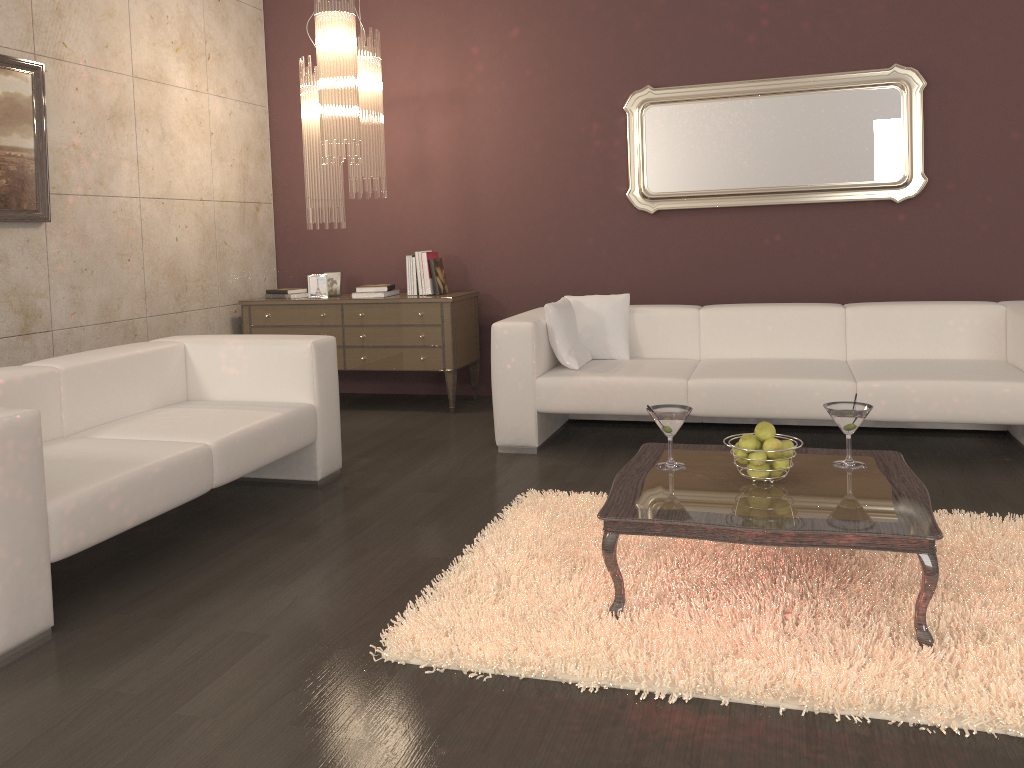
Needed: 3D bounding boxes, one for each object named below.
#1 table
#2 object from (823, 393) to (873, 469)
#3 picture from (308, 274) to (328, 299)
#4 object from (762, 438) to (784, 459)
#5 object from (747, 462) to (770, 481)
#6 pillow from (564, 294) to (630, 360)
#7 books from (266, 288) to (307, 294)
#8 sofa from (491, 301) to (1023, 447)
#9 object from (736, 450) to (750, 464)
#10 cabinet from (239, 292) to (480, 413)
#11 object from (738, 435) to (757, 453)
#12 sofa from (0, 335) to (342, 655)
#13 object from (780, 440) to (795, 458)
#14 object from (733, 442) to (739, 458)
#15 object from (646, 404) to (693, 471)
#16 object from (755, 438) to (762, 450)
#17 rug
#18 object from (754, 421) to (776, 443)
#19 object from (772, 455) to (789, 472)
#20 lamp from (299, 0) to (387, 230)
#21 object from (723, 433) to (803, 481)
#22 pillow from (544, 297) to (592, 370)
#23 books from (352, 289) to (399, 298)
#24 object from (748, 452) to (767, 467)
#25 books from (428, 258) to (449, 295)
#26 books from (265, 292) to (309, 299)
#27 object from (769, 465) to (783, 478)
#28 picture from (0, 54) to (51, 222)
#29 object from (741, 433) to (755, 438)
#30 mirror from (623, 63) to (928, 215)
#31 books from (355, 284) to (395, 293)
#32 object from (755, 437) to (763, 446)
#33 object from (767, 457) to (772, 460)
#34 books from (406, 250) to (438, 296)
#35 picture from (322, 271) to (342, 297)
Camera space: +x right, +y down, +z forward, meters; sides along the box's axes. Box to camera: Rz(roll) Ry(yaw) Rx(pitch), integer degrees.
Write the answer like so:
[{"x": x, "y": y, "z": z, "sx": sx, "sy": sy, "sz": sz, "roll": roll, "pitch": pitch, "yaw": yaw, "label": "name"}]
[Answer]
[{"x": 0.777, "y": 0.445, "z": 2.704, "sx": 0.913, "sy": 0.300, "sz": 0.916, "roll": 0, "pitch": 9, "yaw": 16, "label": "table"}, {"x": 1.079, "y": 0.153, "z": 2.825, "sx": 0.151, "sy": 0.215, "sz": 0.152, "roll": -3, "pitch": 5, "yaw": -7, "label": "object"}, {"x": -1.293, "y": -0.650, "z": 5.868, "sx": 0.128, "sy": 0.155, "sz": 0.051, "roll": -3, "pitch": 4, "yaw": -13, "label": "picture"}, {"x": 0.779, "y": 0.192, "z": 2.625, "sx": 0.062, "sy": 0.061, "sz": 0.057, "roll": -4, "pitch": 6, "yaw": -13, "label": "object"}, {"x": 0.742, "y": 0.257, "z": 2.652, "sx": 0.068, "sy": 0.063, "sz": 0.069, "roll": -6, "pitch": 7, "yaw": -27, "label": "object"}, {"x": 0.473, "y": -0.319, "z": 4.935, "sx": 0.376, "sy": 0.359, "sz": 0.171, "roll": 0, "pitch": 4, "yaw": 16, "label": "pillow"}, {"x": -1.549, "y": -0.639, "z": 6.050, "sx": 0.233, "sy": 0.027, "sz": 0.171, "roll": 5, "pitch": 12, "yaw": 37, "label": "books"}, {"x": 1.335, "y": -0.061, "z": 4.536, "sx": 2.781, "sy": 0.646, "sz": 0.954, "roll": 1, "pitch": 8, "yaw": 17, "label": "sofa"}, {"x": 0.699, "y": 0.219, "z": 2.656, "sx": 0.045, "sy": 0.045, "sz": 0.044, "roll": -1, "pitch": 6, "yaw": 9, "label": "object"}, {"x": -1.012, "y": -0.225, "z": 5.916, "sx": 1.527, "sy": 0.725, "sz": 0.537, "roll": 0, "pitch": 6, "yaw": 17, "label": "cabinet"}, {"x": 0.705, "y": 0.180, "z": 2.633, "sx": 0.053, "sy": 0.051, "sz": 0.054, "roll": 0, "pitch": 7, "yaw": 18, "label": "object"}, {"x": -1.539, "y": 0.241, "z": 3.386, "sx": 0.943, "sy": 0.645, "sz": 2.051, "roll": 0, "pitch": 9, "yaw": 17, "label": "sofa"}, {"x": 0.824, "y": 0.198, "z": 2.669, "sx": 0.062, "sy": 0.054, "sz": 0.062, "roll": -1, "pitch": 7, "yaw": 11, "label": "object"}, {"x": 0.712, "y": 0.209, "z": 2.702, "sx": 0.066, "sy": 0.065, "sz": 0.066, "roll": -4, "pitch": 6, "yaw": -16, "label": "object"}, {"x": 0.518, "y": 0.163, "z": 2.887, "sx": 0.151, "sy": 0.215, "sz": 0.153, "roll": -1, "pitch": 5, "yaw": 10, "label": "object"}, {"x": 0.733, "y": 0.187, "z": 2.669, "sx": 0.045, "sy": 0.043, "sz": 0.046, "roll": -3, "pitch": 7, "yaw": -11, "label": "object"}, {"x": 0.763, "y": 0.592, "z": 2.701, "sx": 1.996, "sy": 0.067, "sz": 1.528, "roll": 1, "pitch": 10, "yaw": 17, "label": "rug"}, {"x": 0.766, "y": 0.145, "z": 2.663, "sx": 0.062, "sy": 0.063, "sz": 0.063, "roll": 0, "pitch": 6, "yaw": 17, "label": "object"}, {"x": 0.802, "y": 0.238, "z": 2.630, "sx": 0.051, "sy": 0.048, "sz": 0.052, "roll": -1, "pitch": 7, "yaw": 12, "label": "object"}, {"x": -0.989, "y": -2.339, "z": 5.192, "sx": 0.486, "sy": 2.815, "sz": 0.485, "roll": -4, "pitch": 4, "yaw": -36, "label": "lamp"}, {"x": 0.764, "y": 0.233, "z": 2.677, "sx": 0.235, "sy": 0.118, "sz": 0.235, "roll": -6, "pitch": 9, "yaw": -27, "label": "object"}, {"x": 0.299, "y": -0.274, "z": 4.709, "sx": 0.186, "sy": 0.355, "sz": 0.380, "roll": -1, "pitch": 6, "yaw": 16, "label": "pillow"}, {"x": -0.901, "y": -0.601, "z": 5.846, "sx": 0.224, "sy": 0.035, "sz": 0.311, "roll": 0, "pitch": 10, "yaw": 12, "label": "books"}, {"x": 0.730, "y": 0.220, "z": 2.617, "sx": 0.053, "sy": 0.051, "sz": 0.054, "roll": 0, "pitch": 7, "yaw": 21, "label": "object"}, {"x": -0.483, "y": -0.706, "z": 5.776, "sx": 0.068, "sy": 0.235, "sz": 0.174, "roll": -1, "pitch": 5, "yaw": 17, "label": "books"}, {"x": -1.535, "y": -0.613, "z": 6.069, "sx": 0.275, "sy": 0.031, "sz": 0.203, "roll": 5, "pitch": 12, "yaw": 37, "label": "books"}, {"x": 0.798, "y": 0.264, "z": 2.671, "sx": 0.044, "sy": 0.043, "sz": 0.043, "roll": 0, "pitch": 7, "yaw": 21, "label": "object"}, {"x": -2.607, "y": -1.066, "z": 3.624, "sx": 0.053, "sy": 0.786, "sz": 1.736, "roll": -1, "pitch": 8, "yaw": 17, "label": "picture"}, {"x": 0.737, "y": 0.181, "z": 2.743, "sx": 0.054, "sy": 0.054, "sz": 0.054, "roll": -4, "pitch": 7, "yaw": -20, "label": "object"}, {"x": 1.576, "y": -1.484, "z": 5.409, "sx": 1.782, "sy": 0.818, "sz": 0.047, "roll": 0, "pitch": 3, "yaw": 17, "label": "mirror"}, {"x": -0.907, "y": -0.638, "z": 5.862, "sx": 0.211, "sy": 0.034, "sz": 0.292, "roll": -2, "pitch": 9, "yaw": 2, "label": "books"}, {"x": 0.774, "y": 0.171, "z": 2.710, "sx": 0.045, "sy": 0.049, "sz": 0.050, "roll": 2, "pitch": 7, "yaw": 32, "label": "object"}, {"x": 0.803, "y": 0.207, "z": 2.718, "sx": 0.061, "sy": 0.062, "sz": 0.062, "roll": -4, "pitch": 6, "yaw": -18, "label": "object"}, {"x": -0.581, "y": -0.734, "z": 5.809, "sx": 0.178, "sy": 0.287, "sz": 0.206, "roll": -1, "pitch": 5, "yaw": 17, "label": "books"}, {"x": -1.235, "y": -0.687, "z": 6.030, "sx": 0.140, "sy": 0.170, "sz": 0.078, "roll": -2, "pitch": 4, "yaw": 2, "label": "picture"}]
